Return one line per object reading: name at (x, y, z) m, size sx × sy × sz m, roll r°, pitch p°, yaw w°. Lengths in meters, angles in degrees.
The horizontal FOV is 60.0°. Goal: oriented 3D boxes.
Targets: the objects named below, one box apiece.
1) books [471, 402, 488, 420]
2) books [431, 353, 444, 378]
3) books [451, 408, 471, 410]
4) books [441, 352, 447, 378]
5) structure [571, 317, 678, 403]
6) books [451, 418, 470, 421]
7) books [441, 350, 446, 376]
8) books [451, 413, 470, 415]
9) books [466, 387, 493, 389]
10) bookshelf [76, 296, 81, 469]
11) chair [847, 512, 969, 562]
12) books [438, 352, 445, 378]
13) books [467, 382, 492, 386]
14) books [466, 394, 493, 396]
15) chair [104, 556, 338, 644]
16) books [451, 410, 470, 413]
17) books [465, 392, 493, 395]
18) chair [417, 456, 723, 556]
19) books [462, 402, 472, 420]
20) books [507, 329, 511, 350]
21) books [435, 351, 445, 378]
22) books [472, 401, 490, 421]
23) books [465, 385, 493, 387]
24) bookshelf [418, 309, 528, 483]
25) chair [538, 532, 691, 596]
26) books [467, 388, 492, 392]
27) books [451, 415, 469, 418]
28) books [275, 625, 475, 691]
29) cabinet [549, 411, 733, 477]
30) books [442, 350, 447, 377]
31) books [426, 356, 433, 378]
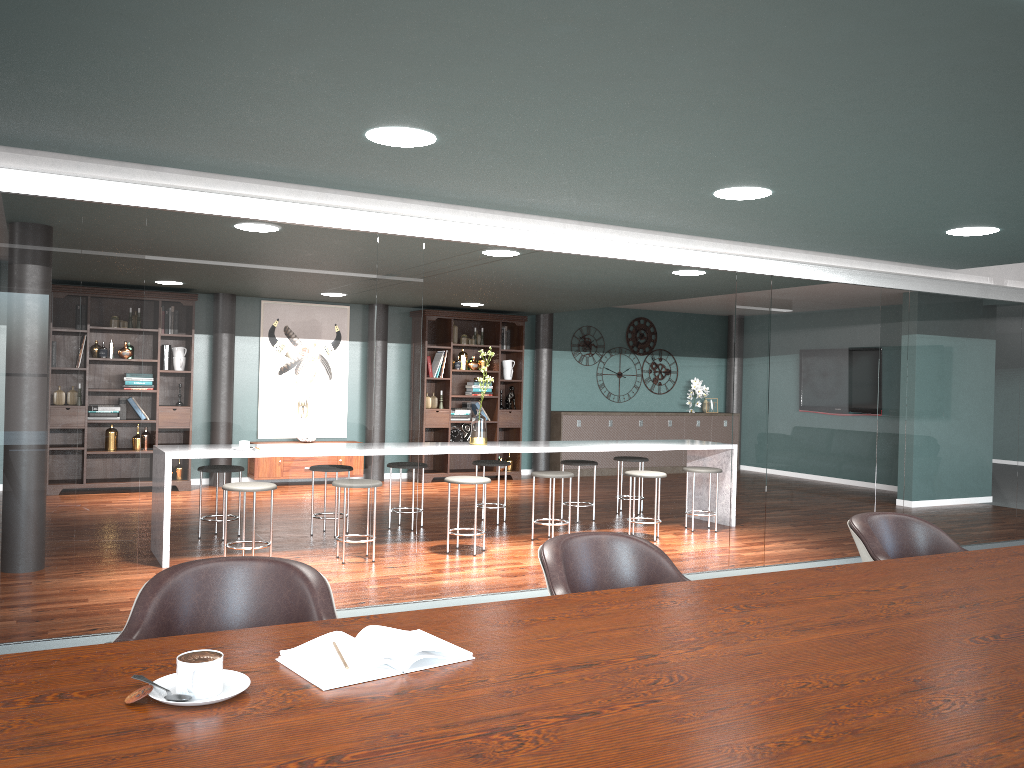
books at (-0.406, 0.327, 10.660) m, size 0.176 × 0.227 × 0.194 m, roll 1°, pitch 0°, yaw -28°
books at (-0.897, -0.222, 10.404) m, size 0.115 × 0.296 × 0.210 m, roll 1°, pitch 0°, yaw -28°
books at (-0.655, 0.295, 10.522) m, size 0.268 × 0.016 × 0.205 m, roll 1°, pitch 0°, yaw -28°
books at (-0.841, -0.227, 10.427) m, size 0.063 × 0.309 × 0.210 m, roll 1°, pitch 0°, yaw -28°
structure at (1.560, -0.334, 12.058) m, size 1.791 × 1.178 × 0.017 m, roll 1°, pitch 0°, yaw -28°
books at (-0.668, 0.418, 10.518) m, size 0.286 × 0.027 × 0.184 m, roll 1°, pitch 0°, yaw -28°
books at (-0.845, -0.233, 10.422) m, size 0.062 × 0.322 × 0.197 m, roll 1°, pitch 0°, yaw -28°
books at (-0.668, 0.353, 10.516) m, size 0.268 × 0.016 × 0.205 m, roll 1°, pitch 0°, yaw -28°
books at (-0.398, 0.044, 10.686) m, size 0.268 × 0.016 × 0.205 m, roll 1°, pitch 0°, yaw -28°
bookshelf at (-3.883, 0.066, 8.810) m, size 1.339 × 1.984 × 0.482 m, roll 1°, pitch 0°, yaw -28°
chair at (1.362, 0.831, 2.897) m, size 0.535 × 0.761 × 0.518 m, roll 1°, pitch 0°, yaw -22°
books at (-0.855, -0.227, 10.421) m, size 0.063 × 0.309 × 0.210 m, roll 1°, pitch 0°, yaw -28°
books at (-0.394, -0.001, 10.687) m, size 0.248 × 0.042 × 0.194 m, roll 1°, pitch 0°, yaw -28°
books at (-0.400, 0.131, 10.687) m, size 0.268 × 0.016 × 0.205 m, roll 1°, pitch 0°, yaw -28°
chair at (-0.583, 0.783, 1.842) m, size 0.535 × 0.761 × 0.518 m, roll 1°, pitch 0°, yaw -8°
books at (-0.647, 0.324, 10.526) m, size 0.248 × 0.042 × 0.194 m, roll 1°, pitch 0°, yaw -28°
books at (-0.397, 0.109, 10.688) m, size 0.286 × 0.027 × 0.184 m, roll 1°, pitch 0°, yaw -28°
chair at (-0.249, 0.905, 6.804) m, size 4.029 × 0.512 × 1.479 m, roll 1°, pitch 0°, yaw -29°
books at (-0.543, 0.327, 10.662) m, size 0.063 × 0.214 × 0.139 m, roll 1°, pitch 0°, yaw -28°
books at (-0.083, -0.537, 10.836) m, size 0.042 × 0.248 × 0.194 m, roll 1°, pitch 0°, yaw -28°
books at (-0.873, -0.231, 10.411) m, size 0.090 × 0.316 × 0.197 m, roll 1°, pitch 0°, yaw -28°
books at (-0.377, 0.326, 10.677) m, size 0.166 × 0.228 × 0.205 m, roll 1°, pitch 0°, yaw -28°
books at (-0.398, 0.028, 10.680) m, size 0.268 × 0.016 × 0.205 m, roll 1°, pitch 0°, yaw -28°
bookshelf at (-0.538, 0.149, 10.624) m, size 1.339 × 1.984 × 0.482 m, roll 1°, pitch 0°, yaw -28°
chair at (0.307, 0.805, 2.325) m, size 0.535 × 0.761 × 0.518 m, roll 1°, pitch 0°, yaw -22°
books at (-0.398, 0.073, 10.686) m, size 0.248 × 0.042 × 0.194 m, roll 1°, pitch 0°, yaw -28°
books at (-0.668, 0.382, 10.516) m, size 0.248 × 0.042 × 0.194 m, roll 1°, pitch 0°, yaw -28°
books at (-0.230, 0.452, 1.507) m, size 0.285 × 0.032 × 0.180 m, roll 1°, pitch 0°, yaw -38°
cabinet at (-2.284, 0.689, 9.773) m, size 12.287 × 0.820 × 0.402 m, roll 1°, pitch 0°, yaw -28°
books at (-0.831, -0.233, 10.429) m, size 0.062 × 0.322 × 0.197 m, roll 1°, pitch 0°, yaw -28°
books at (-0.995, -0.200, 10.348) m, size 0.084 × 0.252 × 0.194 m, roll 1°, pitch 0°, yaw -28°
